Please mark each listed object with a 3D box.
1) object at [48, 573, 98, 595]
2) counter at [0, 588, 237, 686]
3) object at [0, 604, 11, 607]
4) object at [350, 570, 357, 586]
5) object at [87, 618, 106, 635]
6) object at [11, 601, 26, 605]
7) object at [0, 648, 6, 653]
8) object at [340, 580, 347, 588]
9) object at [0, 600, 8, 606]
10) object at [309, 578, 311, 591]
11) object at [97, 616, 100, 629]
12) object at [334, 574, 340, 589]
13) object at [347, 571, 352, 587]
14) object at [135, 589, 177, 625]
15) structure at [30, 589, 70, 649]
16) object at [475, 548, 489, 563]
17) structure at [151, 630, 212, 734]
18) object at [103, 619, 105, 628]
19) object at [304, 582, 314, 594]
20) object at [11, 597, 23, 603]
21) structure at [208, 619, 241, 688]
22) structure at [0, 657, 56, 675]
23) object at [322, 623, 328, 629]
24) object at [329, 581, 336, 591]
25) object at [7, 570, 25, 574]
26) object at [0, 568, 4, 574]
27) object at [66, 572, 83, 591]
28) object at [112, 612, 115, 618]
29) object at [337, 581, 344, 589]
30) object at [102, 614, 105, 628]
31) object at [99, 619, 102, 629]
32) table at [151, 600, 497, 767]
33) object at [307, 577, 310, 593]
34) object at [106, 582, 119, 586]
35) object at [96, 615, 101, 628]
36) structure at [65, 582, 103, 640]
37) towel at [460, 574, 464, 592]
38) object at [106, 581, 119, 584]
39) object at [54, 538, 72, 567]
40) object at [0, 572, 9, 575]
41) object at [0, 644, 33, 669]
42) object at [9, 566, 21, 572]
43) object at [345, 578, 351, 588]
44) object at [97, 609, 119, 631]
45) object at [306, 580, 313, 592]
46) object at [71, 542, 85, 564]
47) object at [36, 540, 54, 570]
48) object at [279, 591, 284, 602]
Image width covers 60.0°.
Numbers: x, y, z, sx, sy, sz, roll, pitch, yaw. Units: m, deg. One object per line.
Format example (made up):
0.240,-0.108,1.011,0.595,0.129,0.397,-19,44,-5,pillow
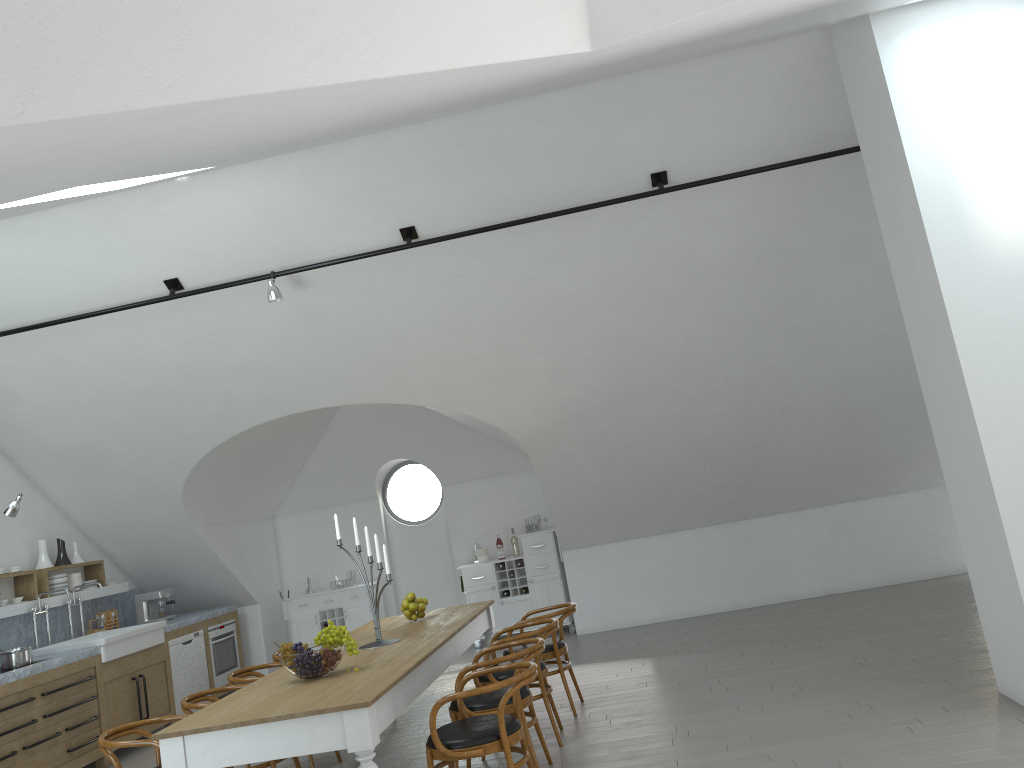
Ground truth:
-4.242,1.914,8.540,0.197,0.197,0.654,-11,-8,6,object
-4.058,1.994,7.009,0.961,0.622,6.551,-11,-8,7,counter
-4.379,1.909,7.612,0.163,0.012,0.163,-14,-8,24,object
-1.855,2.275,10.380,0.063,0.188,0.062,-9,-9,-8,object
-4.090,2.396,8.714,0.100,0.172,0.172,-11,-8,8,object
-4.352,1.929,7.801,0.163,0.012,0.163,-14,-8,24,object
-3.932,2.116,6.924,0.236,0.167,0.051,-10,-9,2,object
-1.973,2.348,10.405,0.094,0.094,0.093,-9,-8,-6,object
-4.383,1.886,7.616,0.098,0.049,0.098,-11,-8,4,object
-2.405,2.393,10.559,0.039,0.165,0.024,-13,-10,19,object
-4.070,2.381,8.743,0.019,0.197,0.022,-9,-9,-5,object
-2.041,2.316,10.367,0.048,0.170,0.047,-9,-9,-6,object
-1.905,2.293,10.415,0.054,0.180,0.053,-8,-9,-16,object
-3.708,2.345,9.358,0.386,0.322,0.323,-11,-8,7,object
-4.050,2.099,7.851,0.333,0.532,0.213,-8,-9,-13,structure
-0.343,2.001,10.325,0.153,0.161,0.157,-16,-10,34,object
-3.459,2.958,8.803,0.598,0.826,0.721,-11,-9,7,structure
-4.041,2.390,8.770,0.044,0.179,0.019,-9,-9,-9,object
-2.419,2.430,10.565,0.101,0.138,0.066,-11,-9,7,object
-4.356,1.907,7.804,0.098,0.049,0.098,-11,-8,4,object
-3.366,2.945,9.558,0.630,0.639,0.630,-11,-8,7,structure
-3.981,2.212,6.709,0.647,0.041,0.734,-11,-8,7,structure
-2.125,2.794,10.230,0.082,0.085,0.316,-11,-8,7,object
-2.073,2.344,10.290,0.081,0.106,0.081,-13,-9,20,object
-4.397,1.668,7.850,0.163,0.012,0.163,-14,-8,24,object
-4.432,1.622,7.644,0.098,0.049,0.098,-11,-8,4,object
-4.219,1.908,8.538,0.153,0.161,0.157,-16,-10,34,object
-4.029,2.401,8.966,0.040,0.193,0.042,-4,-11,-33,object
-1.989,2.343,10.315,0.077,0.085,0.076,-9,-9,-6,object
-4.037,2.375,8.759,0.042,0.193,0.040,-19,-12,43,object
-4.050,2.386,8.733,0.019,0.179,0.043,-5,-10,-28,object
-0.804,2.034,5.461,1.018,0.802,3.336,-11,-8,7,table
-2.434,2.398,10.577,0.039,0.176,0.054,-11,-9,7,object
-4.153,2.068,9.110,0.213,0.025,0.212,-9,-8,-6,object
-4.085,2.384,8.765,0.040,0.193,0.042,-1,-13,-45,object
-3.981,2.151,8.330,0.333,0.532,0.213,-8,-9,-13,structure
-0.574,2.336,10.414,0.049,0.205,0.149,-11,-9,7,towel
-4.154,2.060,9.112,0.213,0.025,0.212,-9,-8,-6,object
-4.322,1.611,8.509,0.156,0.269,0.155,-12,-9,11,object
-4.428,1.645,7.640,0.163,0.012,0.163,-14,-8,24,object
-3.883,2.144,6.995,0.232,0.171,0.392,-8,-8,-13,object
-4.401,1.646,7.854,0.098,0.049,0.098,-11,-8,4,object
-1.912,2.326,10.341,0.071,0.099,0.071,-15,-10,30,object
-4.073,2.397,8.938,0.104,0.224,0.199,-11,-9,7,object
-2.420,2.412,10.576,0.097,0.137,0.029,-12,-9,10,object
-4.295,1.661,8.727,0.156,0.219,0.155,-8,-9,-12,object
-4.362,1.583,8.252,0.156,0.269,0.155,-9,-9,-5,object
-2.657,2.546,10.336,0.088,0.270,0.029,-7,-10,-20,object
